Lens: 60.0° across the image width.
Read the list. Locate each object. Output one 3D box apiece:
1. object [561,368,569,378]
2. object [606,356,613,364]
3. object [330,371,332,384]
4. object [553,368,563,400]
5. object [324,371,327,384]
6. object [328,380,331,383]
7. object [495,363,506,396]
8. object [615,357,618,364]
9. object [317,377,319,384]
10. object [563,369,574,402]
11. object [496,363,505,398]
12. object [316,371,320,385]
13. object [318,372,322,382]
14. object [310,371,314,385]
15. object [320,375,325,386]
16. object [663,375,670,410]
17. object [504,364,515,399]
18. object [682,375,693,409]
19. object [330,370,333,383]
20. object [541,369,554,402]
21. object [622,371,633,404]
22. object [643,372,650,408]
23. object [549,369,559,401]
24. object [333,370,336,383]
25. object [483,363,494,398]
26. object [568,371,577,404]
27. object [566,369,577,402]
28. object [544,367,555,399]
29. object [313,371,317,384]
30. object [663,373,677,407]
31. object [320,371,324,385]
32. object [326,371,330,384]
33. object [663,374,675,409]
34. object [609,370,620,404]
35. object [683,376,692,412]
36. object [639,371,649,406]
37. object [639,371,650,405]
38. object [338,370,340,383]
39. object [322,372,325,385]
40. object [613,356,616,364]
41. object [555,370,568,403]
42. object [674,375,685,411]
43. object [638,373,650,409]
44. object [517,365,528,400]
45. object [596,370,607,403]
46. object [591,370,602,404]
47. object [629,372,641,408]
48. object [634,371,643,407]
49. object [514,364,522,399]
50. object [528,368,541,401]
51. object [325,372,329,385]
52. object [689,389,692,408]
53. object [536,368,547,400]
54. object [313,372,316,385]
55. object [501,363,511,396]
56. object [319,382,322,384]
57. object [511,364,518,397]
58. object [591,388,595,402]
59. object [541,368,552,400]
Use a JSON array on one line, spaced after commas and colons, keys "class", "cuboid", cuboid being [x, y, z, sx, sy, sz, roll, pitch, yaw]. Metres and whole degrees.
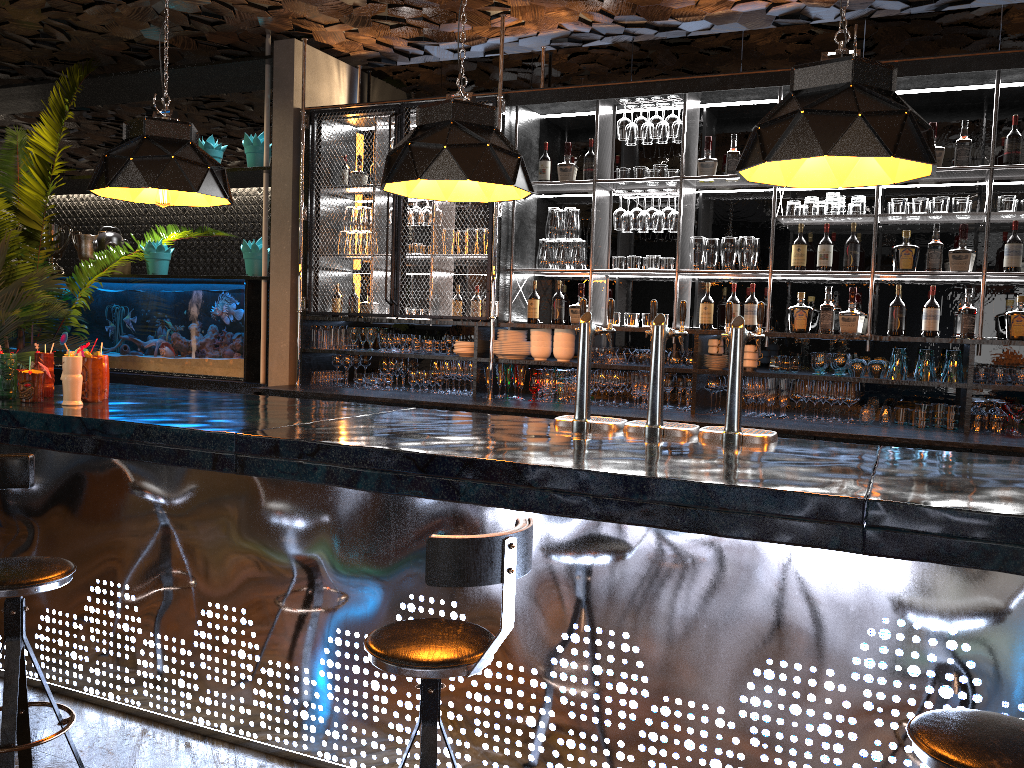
[{"class": "object", "cuboid": [0.346, -0.002, 6.084, 0.082, 0.213, 0.082, -1, 5, -35]}, {"class": "object", "cuboid": [0.624, -0.153, 5.686, 0.044, 0.048, 0.049, 0, 4, -23]}, {"class": "object", "cuboid": [-1.383, -0.051, 6.781, 0.033, 0.101, 0.033, 3, 4, 8]}, {"class": "object", "cuboid": [0.315, 0.002, 6.003, 0.082, 0.213, 0.082, 6, 5, 45]}, {"class": "object", "cuboid": [-1.416, -0.047, 6.704, 0.033, 0.101, 0.033, 2, 4, 5]}, {"class": "object", "cuboid": [-1.407, -0.054, 6.816, 0.028, 0.097, 0.028, 2, 4, -2]}, {"class": "object", "cuboid": [-0.085, -0.030, 6.155, 0.073, 0.229, 0.073, 3, 4, 13]}, {"class": "object", "cuboid": [0.673, -0.158, 5.781, 0.049, 0.048, 0.044, 3, 4, 12]}, {"class": "object", "cuboid": [-1.466, -0.047, 6.691, 0.028, 0.097, 0.028, -1, 5, -41]}, {"class": "object", "cuboid": [0.363, 0.012, 5.882, 0.082, 0.213, 0.082, 2, 4, 3]}, {"class": "object", "cuboid": [-0.080, -0.024, 6.070, 0.073, 0.229, 0.073, 3, 4, 13]}, {"class": "object", "cuboid": [-1.449, -0.043, 6.629, 0.033, 0.101, 0.033, 2, 4, 5]}, {"class": "object", "cuboid": [-1.425, -0.039, 6.589, 0.031, 0.098, 0.031, 0, 4, -27]}, {"class": "object", "cuboid": [-1.494, -0.044, 6.631, 0.028, 0.097, 0.028, 3, 4, 14]}, {"class": "object", "cuboid": [-1.397, -0.025, 6.533, 0.034, 0.080, 0.034, 5, 5, 37]}, {"class": "object", "cuboid": [0.934, 0.052, 5.551, 0.092, 0.218, 0.092, 1, 4, -15]}, {"class": "object", "cuboid": [-0.023, -0.017, 5.990, 0.073, 0.229, 0.073, 3, 4, 13]}, {"class": "object", "cuboid": [1.113, 0.054, 5.622, 0.071, 0.217, 0.071, 4, 5, 32]}, {"class": "object", "cuboid": [-1.395, -0.055, 6.844, 0.028, 0.097, 0.028, 4, 4, 29]}, {"class": "object", "cuboid": [0.231, 0.010, 5.846, 0.082, 0.213, 0.082, -1, 5, -37]}, {"class": "object", "cuboid": [0.773, 0.024, 5.894, 0.084, 0.216, 0.084, -2, 5, -43]}, {"class": "object", "cuboid": [0.865, 0.040, 5.636, 0.071, 0.226, 0.071, 2, 4, -4]}, {"class": "object", "cuboid": [0.271, 0.006, 5.923, 0.082, 0.213, 0.082, 2, 4, 0]}, {"class": "object", "cuboid": [-1.363, -0.053, 6.820, 0.033, 0.101, 0.033, -1, 5, -36]}, {"class": "object", "cuboid": [-0.164, -0.025, 6.031, 0.073, 0.229, 0.073, 3, 4, 13]}, {"class": "object", "cuboid": [0.409, 0.022, 5.764, 0.082, 0.213, 0.082, -1, 5, -36]}, {"class": "object", "cuboid": [0.400, 0.008, 5.965, 0.082, 0.213, 0.082, -1, 5, -34]}, {"class": "object", "cuboid": [0.260, -0.008, 6.124, 0.082, 0.213, 0.082, 2, 4, 1]}, {"class": "object", "cuboid": [-1.478, -0.046, 6.661, 0.028, 0.097, 0.028, 1, 4, -16]}, {"class": "object", "cuboid": [1.022, 0.040, 5.777, 0.092, 0.218, 0.092, 1, 4, -15]}, {"class": "object", "cuboid": [-1.434, -0.045, 6.664, 0.033, 0.101, 0.033, 3, 4, 15]}, {"class": "object", "cuboid": [-1.401, -0.049, 6.742, 0.033, 0.101, 0.033, 4, 4, 29]}, {"class": "object", "cuboid": [0.993, 0.048, 5.643, 0.092, 0.218, 0.092, 1, 4, -15]}, {"class": "object", "cuboid": [0.687, 0.019, 5.925, 0.084, 0.216, 0.084, 4, 4, 23]}, {"class": "object", "cuboid": [1.093, 0.062, 5.498, 0.071, 0.217, 0.071, 4, 5, 32]}, {"class": "object", "cuboid": [0.856, 0.029, 5.789, 0.071, 0.226, 0.071, 2, 4, -4]}, {"class": "object", "cuboid": [0.879, 0.025, 5.865, 0.071, 0.226, 0.071, 2, 4, -4]}, {"class": "object", "cuboid": [-1.346, -0.055, 6.854, 0.033, 0.101, 0.033, 1, 4, -11]}, {"class": "object", "cuboid": [-1.410, -0.041, 6.624, 0.031, 0.098, 0.031, 2, 4, -2]}, {"class": "object", "cuboid": [0.646, -0.156, 5.739, 0.049, 0.048, 0.044, -1, 5, -34]}, {"class": "object", "cuboid": [0.326, 0.016, 5.803, 0.082, 0.213, 0.082, 0, 5, -32]}, {"class": "object", "cuboid": [1.052, 0.056, 5.559, 0.071, 0.217, 0.071, 4, 5, 32]}, {"class": "object", "cuboid": [0.832, 0.044, 5.562, 0.071, 0.226, 0.071, 2, 4, -4]}, {"class": "object", "cuboid": [0.064, -0.011, 5.946, 0.073, 0.229, 0.073, 3, 4, 13]}, {"class": "object", "cuboid": [0.606, 0.013, 5.968, 0.084, 0.216, 0.084, 0, 4, -27]}, {"class": "object", "cuboid": [0.553, 0.020, 5.843, 0.084, 0.216, 0.084, 5, 5, 36]}, {"class": "object", "cuboid": [0.781, 0.037, 5.628, 0.071, 0.226, 0.071, 2, 4, -4]}, {"class": "object", "cuboid": [0.814, 0.033, 5.706, 0.071, 0.226, 0.071, 2, 4, -4]}, {"class": "object", "cuboid": [0.047, -0.017, 6.034, 0.073, 0.229, 0.073, 3, 4, 13]}, {"class": "object", "cuboid": [0.149, 0.005, 5.882, 0.082, 0.213, 0.082, -1, 5, -37]}, {"class": "object", "cuboid": [-1.390, -0.043, 6.659, 0.031, 0.098, 0.031, 1, 4, -15]}, {"class": "object", "cuboid": [1.156, 0.051, 5.690, 0.071, 0.217, 0.071, 4, 5, 32]}, {"class": "object", "cuboid": [0.189, 0.001, 5.963, 0.082, 0.213, 0.082, 3, 4, 16]}, {"class": "object", "cuboid": [-1.469, -0.041, 6.589, 0.033, 0.101, 0.033, -1, 5, -42]}, {"class": "object", "cuboid": [-0.044, -0.035, 6.256, 0.073, 0.229, 0.073, 3, 4, 13]}, {"class": "object", "cuboid": [-1.452, -0.049, 6.721, 0.028, 0.097, 0.028, 4, 4, 21]}, {"class": "object", "cuboid": [0.024, -0.024, 6.115, 0.073, 0.229, 0.073, 3, 4, 13]}, {"class": "object", "cuboid": [0.528, 0.010, 6.005, 0.082, 0.213, 0.082, 3, 4, 15]}, {"class": "object", "cuboid": [0.227, -0.003, 6.042, 0.082, 0.213, 0.082, 1, 4, -16]}]
